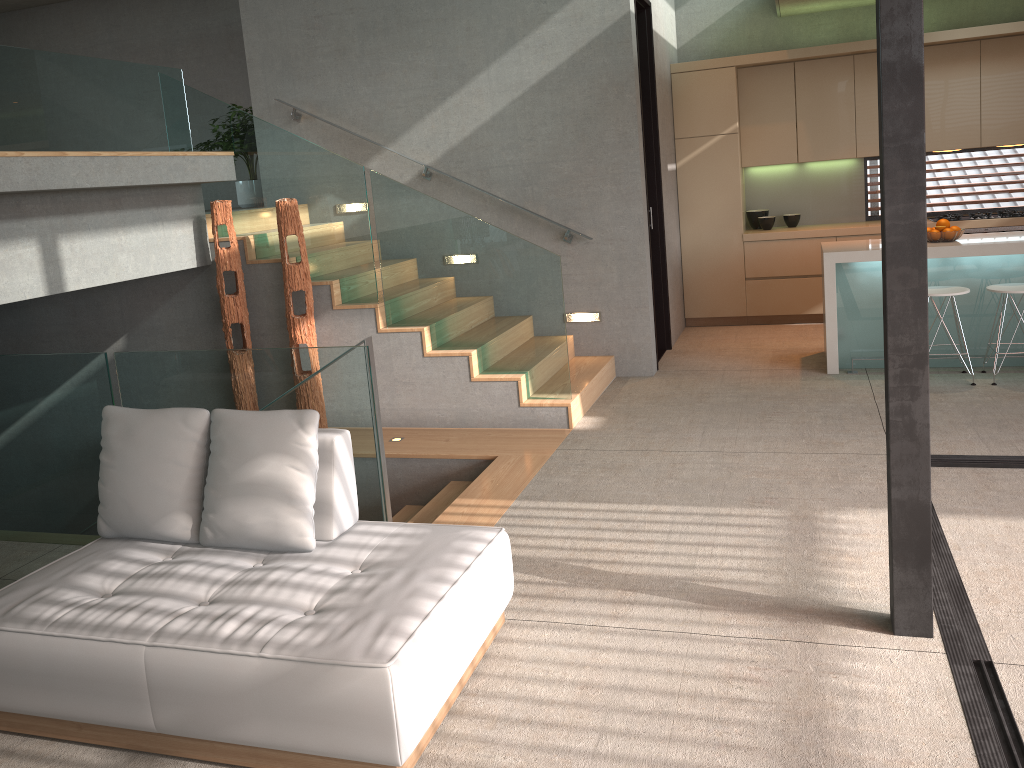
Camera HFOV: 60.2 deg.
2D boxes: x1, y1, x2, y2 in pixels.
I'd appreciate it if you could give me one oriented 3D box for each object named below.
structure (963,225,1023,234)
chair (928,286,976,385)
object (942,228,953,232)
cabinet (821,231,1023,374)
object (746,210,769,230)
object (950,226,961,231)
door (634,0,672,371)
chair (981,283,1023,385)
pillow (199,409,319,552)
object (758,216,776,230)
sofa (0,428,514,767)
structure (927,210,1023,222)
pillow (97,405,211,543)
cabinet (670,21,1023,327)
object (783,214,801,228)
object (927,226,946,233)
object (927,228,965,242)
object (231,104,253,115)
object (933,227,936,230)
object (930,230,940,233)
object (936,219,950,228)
[{"bbox_3d":[4.247,-1.149,7.912,0.827,0.494,0.080,-1,10,18],"label":"structure"},{"bbox_3d":[2.941,-0.338,6.072,0.381,0.616,0.387,-2,10,18],"label":"chair"},{"bbox_3d":[3.150,-1.084,6.386,0.086,0.086,0.088,-3,11,9],"label":"object"},{"bbox_3d":[4.363,-0.627,6.179,4.118,0.888,0.812,-1,11,18],"label":"cabinet"},{"bbox_3d":[2.484,-1.659,8.931,0.225,0.185,0.228,-6,11,-4],"label":"object"},{"bbox_3d":[3.223,-1.105,6.439,0.094,0.093,0.095,-4,11,7],"label":"object"},{"bbox_3d":[1.287,-0.351,4.886,15.340,4.420,5.851,-7,12,-9],"label":"door"},{"bbox_3d":[3.390,-0.342,5.924,0.381,0.616,0.387,-2,10,18],"label":"chair"},{"bbox_3d":[-0.916,0.347,3.232,0.492,0.477,0.270,-1,10,19],"label":"pillow"},{"bbox_3d":[2.524,-1.589,8.748,0.169,0.125,0.172,-4,12,5],"label":"object"},{"bbox_3d":[-0.912,0.640,3.019,1.595,0.723,1.028,-1,12,18],"label":"sofa"},{"bbox_3d":[4.297,-1.521,8.098,0.838,0.090,0.471,-1,14,18],"label":"structure"},{"bbox_3d":[-1.373,0.340,3.384,0.492,0.492,0.241,-1,10,19],"label":"pillow"},{"bbox_3d":[5.055,-1.757,7.137,7.464,2.535,1.994,-1,11,18],"label":"cabinet"},{"bbox_3d":[2.788,-1.624,8.799,0.169,0.125,0.172,-4,12,5],"label":"object"},{"bbox_3d":[3.084,-1.103,6.473,0.097,0.099,0.175,-10,13,-26],"label":"object"},{"bbox_3d":[3.144,-1.089,6.477,0.315,0.081,0.320,-1,14,18],"label":"object"},{"bbox_3d":[-2.791,-2.341,9.406,1.444,1.196,1.240,-14,14,-37],"label":"object"},{"bbox_3d":[3.141,-1.122,6.560,0.087,0.086,0.087,-9,12,-21],"label":"object"},{"bbox_3d":[3.074,-1.082,6.422,0.081,0.080,0.081,-15,15,-41],"label":"object"},{"bbox_3d":[3.165,-1.166,6.489,0.095,0.093,0.095,4,14,38],"label":"object"}]
